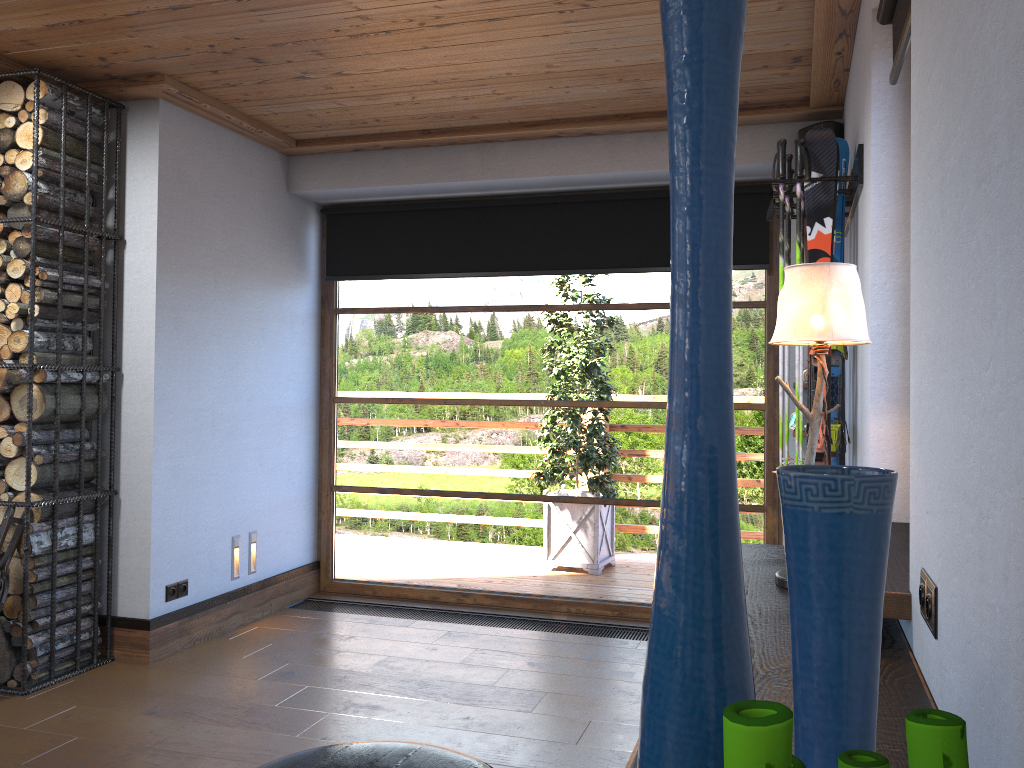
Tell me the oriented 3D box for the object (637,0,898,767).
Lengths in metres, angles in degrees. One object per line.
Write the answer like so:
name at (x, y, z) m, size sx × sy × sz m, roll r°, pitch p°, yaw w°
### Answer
object at (0.209, 0.053, 0.742) m, size 0.112 × 0.862 × 0.271 m, roll 1°, pitch -1°, yaw -27°

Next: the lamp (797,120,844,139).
lamp at (1.487, -1.067, 4.277) m, size 0.212 × 0.349 × 0.215 m, roll 0°, pitch -1°, yaw 17°

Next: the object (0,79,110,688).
object at (-2.162, -0.011, 4.009) m, size 0.490 × 2.612 × 0.469 m, roll 0°, pitch -1°, yaw 17°

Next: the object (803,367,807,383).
object at (1.429, -0.044, 4.107) m, size 0.188 × 0.084 × 0.161 m, roll 1°, pitch -1°, yaw 16°

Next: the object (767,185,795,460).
object at (1.159, -0.248, 3.815) m, size 0.121 × 1.250 × 0.059 m, roll 1°, pitch -1°, yaw -1°

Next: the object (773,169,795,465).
object at (1.171, -0.111, 3.553) m, size 0.253 × 1.622 × 0.104 m, roll 0°, pitch -1°, yaw 13°

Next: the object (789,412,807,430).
object at (1.456, 0.175, 4.196) m, size 0.356 × 0.084 × 0.186 m, roll 1°, pitch -1°, yaw -37°

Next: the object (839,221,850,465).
object at (1.230, -0.111, 3.370) m, size 0.110 × 1.622 × 0.073 m, roll 0°, pitch -1°, yaw 17°

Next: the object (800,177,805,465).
object at (1.096, -0.251, 3.380) m, size 0.059 × 1.250 × 0.121 m, roll 1°, pitch -1°, yaw 0°

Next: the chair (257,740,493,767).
chair at (-0.220, 0.953, 1.287) m, size 0.438 × 0.717 × 0.444 m, roll 0°, pitch -1°, yaw 21°

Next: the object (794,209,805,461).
object at (1.240, -0.247, 3.829) m, size 0.059 × 1.250 × 0.121 m, roll 1°, pitch -1°, yaw 0°

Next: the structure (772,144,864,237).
structure at (1.193, -0.725, 3.475) m, size 0.317 × 0.135 × 1.057 m, roll 1°, pitch 0°, yaw 18°

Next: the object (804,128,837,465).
object at (1.072, -0.098, 3.095) m, size 0.114 × 1.607 × 0.096 m, roll 0°, pitch -1°, yaw 17°

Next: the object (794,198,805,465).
object at (1.168, -0.249, 3.605) m, size 0.059 × 1.250 × 0.121 m, roll 1°, pitch -1°, yaw 0°

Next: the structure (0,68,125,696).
structure at (-2.158, -0.017, 3.998) m, size 0.498 × 2.617 × 0.515 m, roll 0°, pitch -1°, yaw 17°

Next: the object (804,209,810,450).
object at (1.278, -0.092, 3.736) m, size 0.114 × 1.607 × 0.096 m, roll 0°, pitch -1°, yaw 17°

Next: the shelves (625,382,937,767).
shelves at (0.462, 0.462, 1.172) m, size 0.608 × 0.989 × 6.687 m, roll 0°, pitch 0°, yaw 18°

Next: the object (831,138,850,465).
object at (1.196, -0.112, 3.301) m, size 0.110 × 1.622 × 0.073 m, roll 0°, pitch -1°, yaw 17°

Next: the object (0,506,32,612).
object at (-2.176, 0.900, 3.657) m, size 0.267 × 0.795 × 0.263 m, roll 1°, pitch -1°, yaw 1°

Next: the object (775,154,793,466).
object at (1.039, -0.252, 3.412) m, size 0.059 × 1.250 × 0.120 m, roll 1°, pitch -1°, yaw -25°

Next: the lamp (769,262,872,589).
lamp at (0.942, 0.451, 2.138) m, size 0.627 × 1.482 × 0.248 m, roll 0°, pitch -1°, yaw 20°

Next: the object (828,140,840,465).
object at (1.112, -0.083, 3.184) m, size 0.114 × 1.607 × 0.096 m, roll 0°, pitch -1°, yaw 17°

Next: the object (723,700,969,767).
object at (0.098, 0.277, 0.191) m, size 0.147 × 0.410 × 0.158 m, roll 1°, pitch -1°, yaw -14°

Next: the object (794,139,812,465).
object at (1.030, -0.254, 3.133) m, size 0.059 × 1.250 × 0.120 m, roll 1°, pitch -1°, yaw -20°

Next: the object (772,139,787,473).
object at (0.961, -0.254, 3.213) m, size 0.059 × 1.250 × 0.120 m, roll 1°, pitch -1°, yaw -15°
